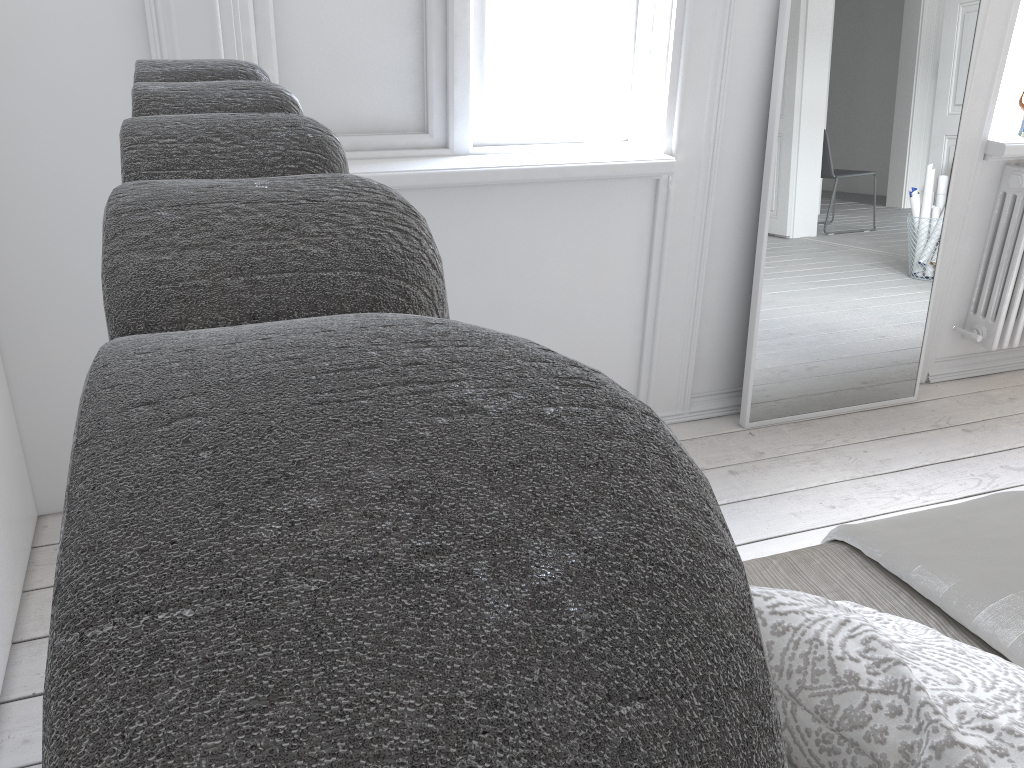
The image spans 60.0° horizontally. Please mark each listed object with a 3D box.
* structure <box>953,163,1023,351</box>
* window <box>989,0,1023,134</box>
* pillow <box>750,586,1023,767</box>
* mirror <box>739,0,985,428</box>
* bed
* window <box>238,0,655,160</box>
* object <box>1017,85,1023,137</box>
[{"bbox_3d":[1.970,-0.473,3.079,0.935,0.599,0.216,-7,26,-19],"label":"structure"},{"bbox_3d":[1.958,-1.563,2.727,1.047,1.535,0.079,-7,26,-19],"label":"window"},{"bbox_3d":[0.546,0.429,0.534,0.415,0.225,1.148,-11,27,-26],"label":"pillow"},{"bbox_3d":[1.022,-0.637,2.574,0.669,1.552,0.145,-7,26,-19],"label":"mirror"},{"bbox_3d":[0.958,0.434,0.667,2.176,1.167,1.890,-7,26,-19],"label":"bed"},{"bbox_3d":[-0.124,-1.291,2.003,1.047,1.535,0.079,-7,26,-19],"label":"window"},{"bbox_3d":[1.627,-0.895,2.786,0.045,0.224,0.052,-21,32,-40],"label":"object"}]
